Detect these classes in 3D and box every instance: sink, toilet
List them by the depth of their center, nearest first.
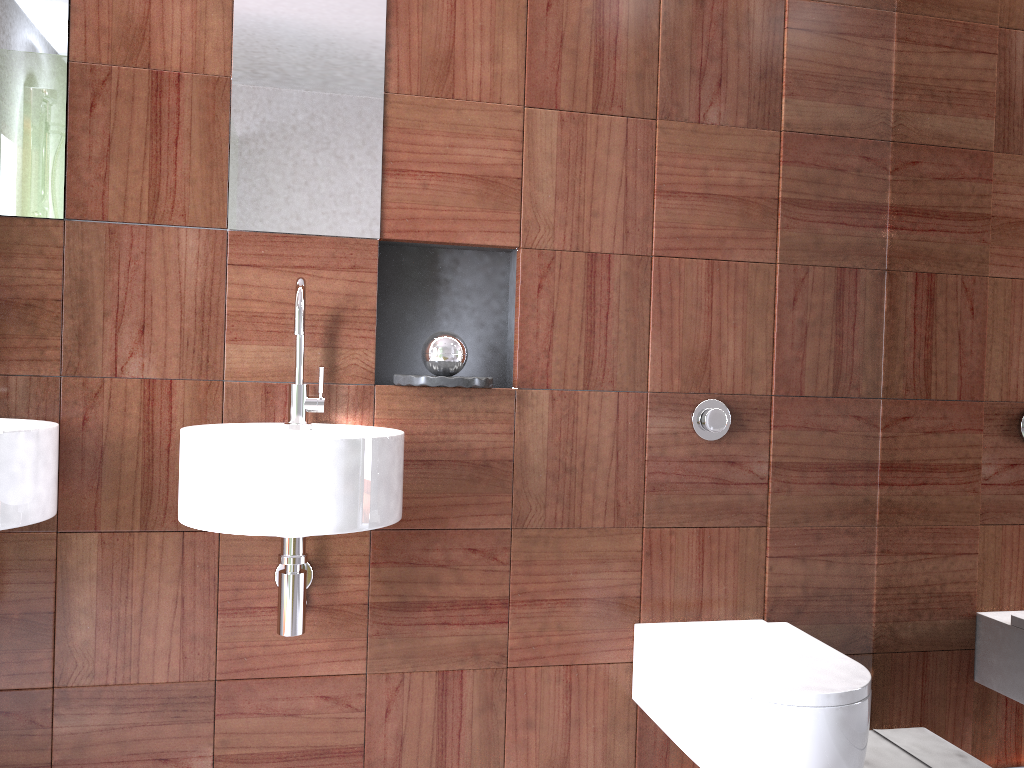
[{"bbox_3d":[-1.033,0.128,1.566,0.415,0.715,0.417,2,1,-13],"label":"sink"},{"bbox_3d":[-0.417,0.146,1.703,0.415,0.715,0.417,2,1,-13],"label":"sink"},{"bbox_3d":[0.502,0.687,1.847,0.329,0.284,0.547,2,1,-13],"label":"toilet"}]

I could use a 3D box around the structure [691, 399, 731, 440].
[{"bbox_3d":[0.474,0.085,2.089,0.098,0.098,0.034,2,1,-13],"label":"structure"}]

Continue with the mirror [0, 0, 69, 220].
[{"bbox_3d":[-1.051,-0.655,1.757,0.316,0.635,0.010,2,1,-13],"label":"mirror"}]

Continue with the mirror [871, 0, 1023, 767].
[{"bbox_3d":[1.091,-0.220,1.494,0.019,2.183,1.433,2,1,-13],"label":"mirror"}]

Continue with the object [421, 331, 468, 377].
[{"bbox_3d":[-0.757,-0.083,1.824,1.350,0.104,0.104,2,1,-13],"label":"object"}]

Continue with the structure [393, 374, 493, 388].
[{"bbox_3d":[-0.152,-0.007,1.973,0.220,0.023,0.222,1,1,-23],"label":"structure"}]

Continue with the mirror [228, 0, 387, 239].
[{"bbox_3d":[-0.433,-0.638,1.895,0.316,0.635,0.010,2,1,-13],"label":"mirror"}]
